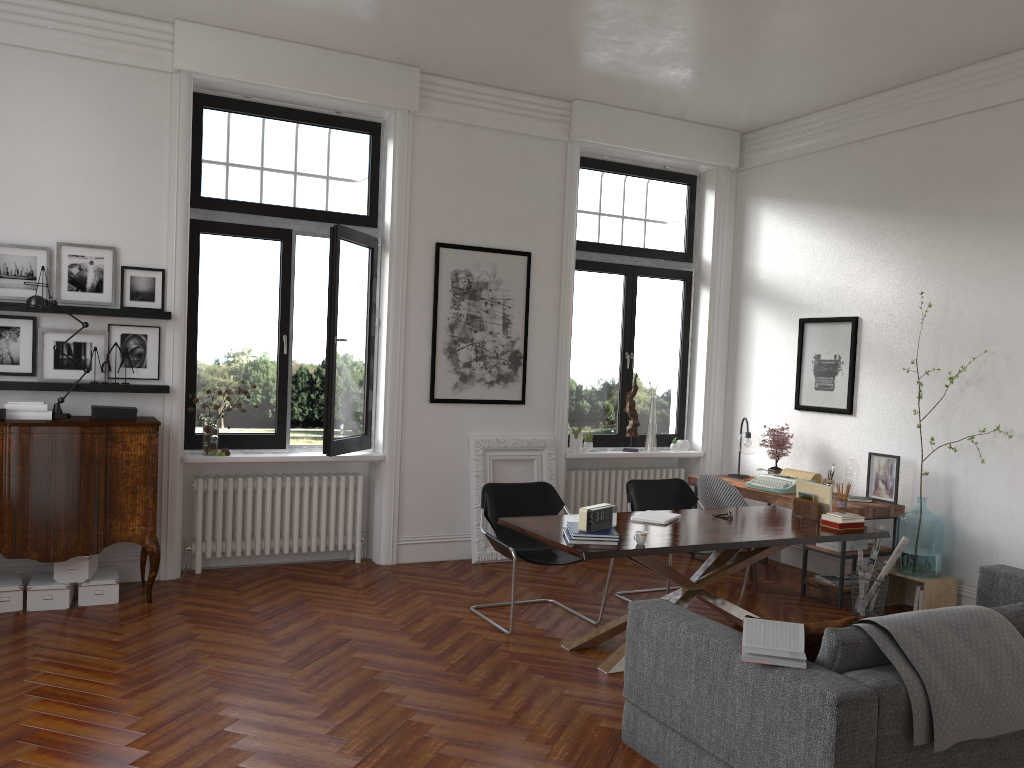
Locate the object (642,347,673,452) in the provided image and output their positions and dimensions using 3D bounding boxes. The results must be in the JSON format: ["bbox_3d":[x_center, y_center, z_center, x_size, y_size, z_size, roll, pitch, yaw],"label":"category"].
[{"bbox_3d":[1.405,0.127,8.493,0.296,1.055,0.289,1,3,-24],"label":"object"}]

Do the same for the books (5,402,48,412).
[{"bbox_3d":[-3.145,0.147,5.749,0.239,0.044,0.254,2,2,-27],"label":"books"}]

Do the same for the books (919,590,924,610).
[{"bbox_3d":[2.935,1.566,6.260,0.170,0.232,0.012,1,3,-27],"label":"books"}]

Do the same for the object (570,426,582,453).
[{"bbox_3d":[0.584,0.503,8.078,0.098,0.244,0.102,5,3,41],"label":"object"}]

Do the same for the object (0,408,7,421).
[{"bbox_3d":[-3.183,0.192,5.495,0.091,0.077,0.091,4,2,36],"label":"object"}]

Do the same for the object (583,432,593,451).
[{"bbox_3d":[0.715,0.533,8.271,0.097,0.186,0.099,2,2,-4],"label":"object"}]

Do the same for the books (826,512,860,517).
[{"bbox_3d":[2.106,0.830,5.635,0.159,0.008,0.128,2,2,-25],"label":"books"}]

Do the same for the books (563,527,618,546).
[{"bbox_3d":[0.427,0.839,4.884,0.264,0.027,0.347,2,1,-2],"label":"books"}]

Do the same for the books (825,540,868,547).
[{"bbox_3d":[2.499,1.183,6.709,0.309,0.038,0.225,2,2,-27],"label":"books"}]

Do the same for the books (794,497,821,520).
[{"bbox_3d":[1.955,0.830,5.891,0.028,0.125,0.221,1,2,-27],"label":"books"}]

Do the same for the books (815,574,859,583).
[{"bbox_3d":[2.481,1.484,6.754,0.268,0.014,0.196,2,1,-16],"label":"books"}]

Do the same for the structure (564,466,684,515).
[{"bbox_3d":[1.063,1.204,8.564,1.453,0.779,0.225,2,3,-27],"label":"structure"}]

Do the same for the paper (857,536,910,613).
[{"bbox_3d":[2.626,1.356,6.277,0.330,0.610,0.047,5,3,43],"label":"paper"}]

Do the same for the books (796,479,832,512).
[{"bbox_3d":[2.026,0.775,5.949,0.043,0.239,0.309,1,2,-27],"label":"books"}]

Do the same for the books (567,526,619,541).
[{"bbox_3d":[0.441,0.818,4.876,0.250,0.017,0.344,2,1,-2],"label":"books"}]

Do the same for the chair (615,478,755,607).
[{"bbox_3d":[1.222,1.165,6.415,0.753,0.873,0.745,1,2,-27],"label":"chair"}]

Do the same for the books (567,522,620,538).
[{"bbox_3d":[0.441,0.801,4.875,0.250,0.017,0.344,2,1,-2],"label":"books"}]

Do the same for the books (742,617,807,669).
[{"bbox_3d":[0.983,0.965,3.331,0.224,0.096,0.278,3,2,15],"label":"books"}]

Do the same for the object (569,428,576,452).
[{"bbox_3d":[0.557,0.515,8.162,0.051,0.213,0.051,3,3,8],"label":"object"}]

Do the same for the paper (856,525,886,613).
[{"bbox_3d":[2.616,1.352,6.480,0.294,0.626,0.047,1,3,-34],"label":"paper"}]

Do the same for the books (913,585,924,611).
[{"bbox_3d":[2.929,1.552,6.290,0.187,0.258,0.054,1,3,-26],"label":"books"}]

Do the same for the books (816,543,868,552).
[{"bbox_3d":[2.492,1.219,6.700,0.309,0.038,0.225,2,2,-28],"label":"books"}]

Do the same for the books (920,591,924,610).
[{"bbox_3d":[2.941,1.566,6.248,0.170,0.232,0.012,1,3,-27],"label":"books"}]

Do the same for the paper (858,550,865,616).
[{"bbox_3d":[2.501,1.424,6.343,0.073,0.479,0.033,3,3,10],"label":"paper"}]

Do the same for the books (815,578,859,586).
[{"bbox_3d":[2.480,1.499,6.755,0.268,0.014,0.196,2,2,-28],"label":"books"}]

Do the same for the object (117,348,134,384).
[{"bbox_3d":[-2.727,-0.126,6.262,0.110,0.262,0.040,1,3,-27],"label":"object"}]

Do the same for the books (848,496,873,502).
[{"bbox_3d":[2.668,0.887,6.865,0.213,0.031,0.129,3,2,10],"label":"books"}]

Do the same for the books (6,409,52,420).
[{"bbox_3d":[-3.145,0.197,5.746,0.294,0.057,0.229,2,2,-27],"label":"books"}]

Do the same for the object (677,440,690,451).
[{"bbox_3d":[1.693,0.606,8.784,0.132,0.098,0.134,4,2,33],"label":"object"}]

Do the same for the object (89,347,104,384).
[{"bbox_3d":[-2.887,-0.129,6.140,0.124,0.260,0.040,1,3,-27],"label":"object"}]

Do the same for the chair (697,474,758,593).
[{"bbox_3d":[1.749,1.164,7.092,0.547,0.900,0.715,1,3,-34],"label":"chair"}]

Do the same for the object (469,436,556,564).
[{"bbox_3d":[0.028,0.987,7.658,0.830,1.063,0.233,1,3,-27],"label":"object"}]

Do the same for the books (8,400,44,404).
[{"bbox_3d":[-3.137,0.119,5.727,0.200,0.014,0.179,2,2,-27],"label":"books"}]

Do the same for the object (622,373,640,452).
[{"bbox_3d":[1.139,0.268,8.397,0.165,0.754,0.142,3,3,15],"label":"object"}]

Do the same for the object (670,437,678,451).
[{"bbox_3d":[1.578,0.587,8.630,0.072,0.134,0.072,2,2,-1],"label":"object"}]

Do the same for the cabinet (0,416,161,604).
[{"bbox_3d":[-2.997,0.837,5.810,1.266,1.219,0.639,1,3,-27],"label":"cabinet"}]

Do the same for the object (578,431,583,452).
[{"bbox_3d":[0.626,0.530,8.171,0.051,0.188,0.051,3,3,8],"label":"object"}]

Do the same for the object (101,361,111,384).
[{"bbox_3d":[-2.816,-0.076,6.149,0.066,0.161,0.040,1,3,-27],"label":"object"}]

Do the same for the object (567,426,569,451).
[{"bbox_3d":[0.490,0.500,8.149,0.051,0.238,0.051,3,3,8],"label":"object"}]

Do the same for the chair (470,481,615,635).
[{"bbox_3d":[0.173,1.133,5.885,0.753,0.873,0.745,1,2,-27],"label":"chair"}]

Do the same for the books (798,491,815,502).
[{"bbox_3d":[1.978,0.808,5.949,0.041,0.157,0.128,1,3,-27],"label":"books"}]

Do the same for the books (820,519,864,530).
[{"bbox_3d":[2.093,0.883,5.614,0.215,0.040,0.159,2,2,-25],"label":"books"}]

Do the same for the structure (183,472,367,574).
[{"bbox_3d":[-1.857,1.115,7.089,1.453,0.779,0.225,2,3,-27],"label":"structure"}]

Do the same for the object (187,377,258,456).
[{"bbox_3d":[-2.174,0.242,6.788,0.317,0.600,0.541,4,3,34],"label":"object"}]

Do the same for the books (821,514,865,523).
[{"bbox_3d":[2.099,0.849,5.621,0.207,0.028,0.164,2,2,-29],"label":"books"}]

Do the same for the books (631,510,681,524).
[{"bbox_3d":[0.917,0.845,5.620,0.231,0.026,0.325,3,2,28],"label":"books"}]

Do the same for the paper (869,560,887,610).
[{"bbox_3d":[2.657,1.470,6.434,0.126,0.388,0.026,2,3,-4],"label":"paper"}]

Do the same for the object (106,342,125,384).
[{"bbox_3d":[-2.775,-0.145,6.205,0.118,0.299,0.040,1,3,-27],"label":"object"}]
